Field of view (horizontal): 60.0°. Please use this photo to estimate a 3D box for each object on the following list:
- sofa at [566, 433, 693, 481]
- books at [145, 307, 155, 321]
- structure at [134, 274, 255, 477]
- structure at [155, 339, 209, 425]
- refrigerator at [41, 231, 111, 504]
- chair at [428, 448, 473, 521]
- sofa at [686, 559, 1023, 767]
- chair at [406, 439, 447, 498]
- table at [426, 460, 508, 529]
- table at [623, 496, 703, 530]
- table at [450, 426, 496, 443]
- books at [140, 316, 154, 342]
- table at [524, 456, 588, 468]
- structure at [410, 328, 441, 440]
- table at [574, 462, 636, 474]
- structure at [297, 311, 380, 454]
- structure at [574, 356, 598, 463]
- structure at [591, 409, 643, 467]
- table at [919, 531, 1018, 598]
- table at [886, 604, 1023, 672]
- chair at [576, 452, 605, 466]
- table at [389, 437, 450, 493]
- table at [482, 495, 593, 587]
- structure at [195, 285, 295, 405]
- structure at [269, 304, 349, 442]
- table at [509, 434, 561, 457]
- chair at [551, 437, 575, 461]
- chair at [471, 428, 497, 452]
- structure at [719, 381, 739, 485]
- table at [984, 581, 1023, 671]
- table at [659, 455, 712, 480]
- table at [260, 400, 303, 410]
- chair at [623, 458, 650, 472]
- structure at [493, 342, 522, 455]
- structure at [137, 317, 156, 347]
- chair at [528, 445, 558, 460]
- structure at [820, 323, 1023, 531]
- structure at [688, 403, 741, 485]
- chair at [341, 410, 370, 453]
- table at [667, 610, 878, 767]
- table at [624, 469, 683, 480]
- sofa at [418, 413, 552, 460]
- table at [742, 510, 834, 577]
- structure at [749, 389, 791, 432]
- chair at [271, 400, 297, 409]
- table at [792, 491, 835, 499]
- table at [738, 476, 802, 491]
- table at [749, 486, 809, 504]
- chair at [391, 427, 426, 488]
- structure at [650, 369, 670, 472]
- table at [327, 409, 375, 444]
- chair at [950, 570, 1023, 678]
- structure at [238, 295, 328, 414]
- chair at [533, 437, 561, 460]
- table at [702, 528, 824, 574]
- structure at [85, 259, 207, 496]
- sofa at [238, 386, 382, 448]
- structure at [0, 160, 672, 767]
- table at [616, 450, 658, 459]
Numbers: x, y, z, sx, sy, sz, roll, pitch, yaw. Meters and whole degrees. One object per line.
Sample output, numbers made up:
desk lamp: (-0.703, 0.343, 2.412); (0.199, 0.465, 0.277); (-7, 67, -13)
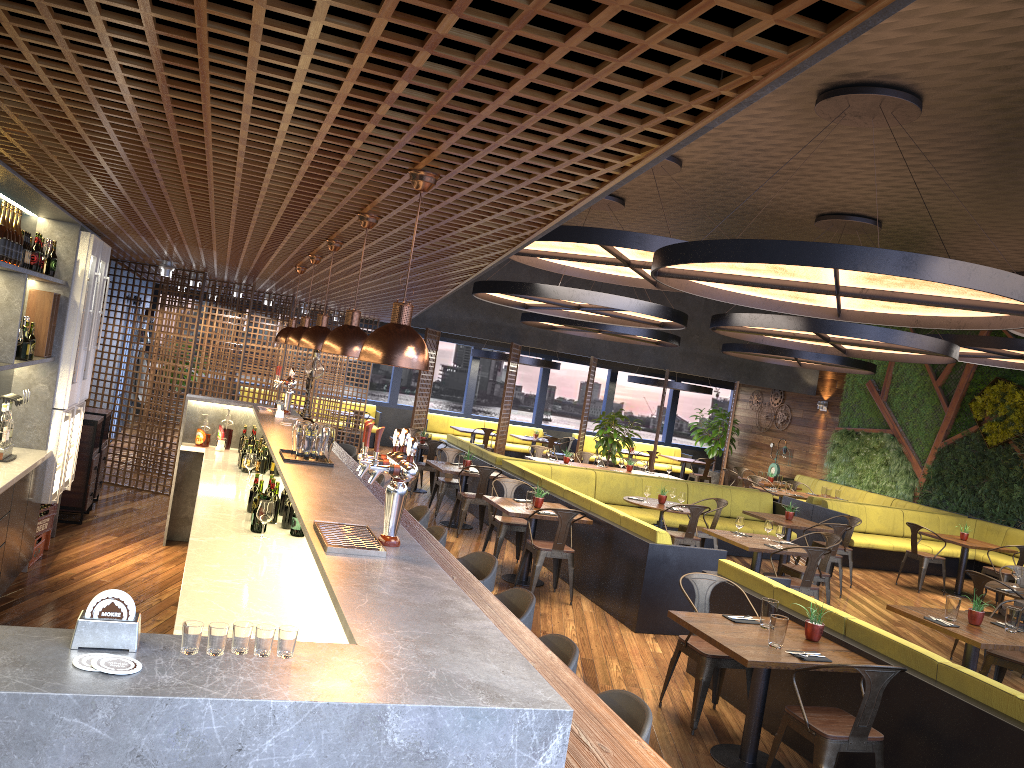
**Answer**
sofa: (2.919, 1.888, 21.836); (3.061, 0.914, 0.966); (9, 1, -19)
books: (-7.019, -1.348, 17.198); (0.177, 0.245, 0.450); (9, 1, -19)
structure: (-4.265, -0.069, 11.906); (1.319, 2.700, 0.050); (9, 1, 11)
structure: (-6.913, -0.076, 18.386); (0.993, 1.763, 1.166); (10, 1, 42)
refrigerator: (-3.729, -0.176, 7.294); (0.454, 2.109, 1.159); (9, 1, -19)
chair: (-0.844, 1.373, 12.267); (0.504, 0.917, 0.541); (9, 1, -18)
sofa: (2.359, 1.949, 5.614); (0.966, 0.914, 3.061); (9, 1, -19)
chair: (-1.322, 1.284, 13.645); (0.504, 0.917, 0.541); (9, 1, -18)
table: (-0.656, 1.489, 11.679); (0.887, 0.763, 0.906); (9, 1, -19)
table: (1.844, 1.892, 11.169); (1.007, 0.760, 1.007); (9, 1, 19)
table: (-0.862, 1.386, 19.171); (0.887, 0.763, 0.906); (9, 1, -19)
books: (-6.846, -1.024, 16.565); (0.223, 0.489, 0.286); (9, 1, -27)
table: (0.717, 1.680, 14.675); (0.906, 0.763, 0.887); (9, 1, -19)
structure: (-1.715, 0.290, 17.009); (0.050, 2.700, 0.852); (9, 1, 11)
table: (1.566, 1.812, 14.963); (0.906, 0.763, 0.887); (9, 1, -19)
structure: (-3.314, 0.038, 16.625); (1.319, 2.700, 0.050); (9, 1, 11)
structure: (1.470, 0.787, 18.091); (0.050, 2.700, 0.852); (9, 1, 11)
structure: (1.933, 1.341, 17.592); (0.993, 1.763, 1.166); (10, 1, 42)
table: (6.410, 2.606, 12.604); (0.887, 0.763, 0.906); (9, 1, -19)
table: (3.420, 2.185, 6.633); (0.887, 0.763, 0.906); (9, 1, -19)
chair: (1.341, 1.689, 15.697); (0.504, 0.917, 0.541); (9, 1, -18)
table: (-1.505, 1.330, 14.238); (0.887, 0.763, 0.906); (9, 1, -19)
table: (0.189, 1.647, 9.120); (0.887, 0.763, 0.906); (9, 1, -19)
structure: (-4.027, -0.042, 13.086); (1.319, 2.700, 0.050); (9, 1, 11)
structure: (-3.552, 0.012, 15.445); (1.319, 2.700, 0.050); (9, 1, 11)
table: (0.450, 1.591, 19.621); (0.906, 0.763, 0.887); (9, 1, -19)
chair: (1.064, 1.607, 19.808); (0.541, 0.917, 0.504); (9, 1, -18)
chair: (-0.630, 1.349, 18.508); (0.504, 0.917, 0.541); (9, 1, -18)
structure: (4.655, 1.285, 19.173); (0.050, 2.700, 0.852); (9, 1, 11)
table: (5.066, 2.428, 8.663); (1.007, 0.760, 1.007); (9, 1, -31)
table: (4.009, 2.147, 20.826); (0.887, 0.763, 0.906); (9, 1, -19)
table: (-4.702, 0.786, 17.867); (0.887, 0.763, 0.906); (9, 1, -19)
chair: (2.184, 1.821, 15.983); (0.504, 0.917, 0.541); (9, 1, -18)
structure: (-0.123, 0.539, 17.550); (0.050, 2.700, 0.852); (9, 1, 11)
structure: (-6.959, -0.970, 16.996); (0.293, 0.563, 1.220); (9, 1, -19)
chair: (0.492, 1.557, 15.408); (0.504, 0.917, 0.541); (9, 1, -18)
structure: (8.471, 0.972, 15.146); (0.918, 4.593, 9.182); (9, 1, -19)
structure: (5.122, 1.591, 22.374); (1.493, 2.184, 1.272); (9, 1, -18)
chair: (-3.142, 0.957, 17.655); (0.504, 0.917, 0.541); (9, 1, -18)
table: (1.483, 1.889, 5.296); (0.906, 0.763, 0.887); (9, 1, -19)
table: (2.411, 1.944, 15.255); (0.906, 0.763, 0.887); (9, 1, -19)
sofa: (-0.631, 1.333, 20.630); (3.061, 0.914, 0.966); (9, 1, -19)
table: (3.600, 2.167, 11.649); (0.887, 0.763, 0.906); (9, 1, -19)
structure: (6.312, 0.612, 21.818); (0.058, 1.178, 1.791); (9, 1, -18)
chair: (-4.482, 0.748, 17.200); (0.504, 0.917, 0.541); (9, 1, -18)
table: (5.683, 2.457, 16.202); (0.887, 0.763, 0.906); (9, 1, -19)
table: (5.105, 2.350, 17.786); (0.887, 0.763, 0.906); (9, 1, -19)
table: (4.810, 2.321, 15.905); (0.887, 0.763, 0.906); (9, 1, -19)
chair: (-1.705, 1.212, 14.809); (0.504, 0.917, 0.541); (9, 1, -18)
structure: (3.062, 1.036, 18.632); (0.050, 2.700, 0.852); (9, 1, 11)
table: (-3.391, 0.991, 18.312); (0.887, 0.763, 0.906); (9, 1, -19)
chair: (4.584, 2.273, 8.490); (0.541, 0.917, 0.504); (9, 1, -18)
structure: (-3.789, -0.015, 14.266); (1.319, 2.700, 0.050); (9, 1, 11)
chair: (0.710, 1.559, 18.963); (0.504, 0.917, 0.541); (9, 1, -18)
table: (2.556, 2.023, 9.295); (0.906, 0.763, 0.887); (9, 1, -19)
structure: (-4.502, -0.096, 10.727); (1.319, 2.700, 0.050); (9, 1, 11)
sofa: (-4.446, 0.737, 19.334); (3.061, 0.914, 0.966); (9, 1, -19)
structure: (-1.992, 0.352, 5.534); (2.700, 2.700, 9.298); (9, 1, -19)
table: (2.698, 1.942, 20.384); (0.906, 0.763, 0.887); (9, 1, -19)
